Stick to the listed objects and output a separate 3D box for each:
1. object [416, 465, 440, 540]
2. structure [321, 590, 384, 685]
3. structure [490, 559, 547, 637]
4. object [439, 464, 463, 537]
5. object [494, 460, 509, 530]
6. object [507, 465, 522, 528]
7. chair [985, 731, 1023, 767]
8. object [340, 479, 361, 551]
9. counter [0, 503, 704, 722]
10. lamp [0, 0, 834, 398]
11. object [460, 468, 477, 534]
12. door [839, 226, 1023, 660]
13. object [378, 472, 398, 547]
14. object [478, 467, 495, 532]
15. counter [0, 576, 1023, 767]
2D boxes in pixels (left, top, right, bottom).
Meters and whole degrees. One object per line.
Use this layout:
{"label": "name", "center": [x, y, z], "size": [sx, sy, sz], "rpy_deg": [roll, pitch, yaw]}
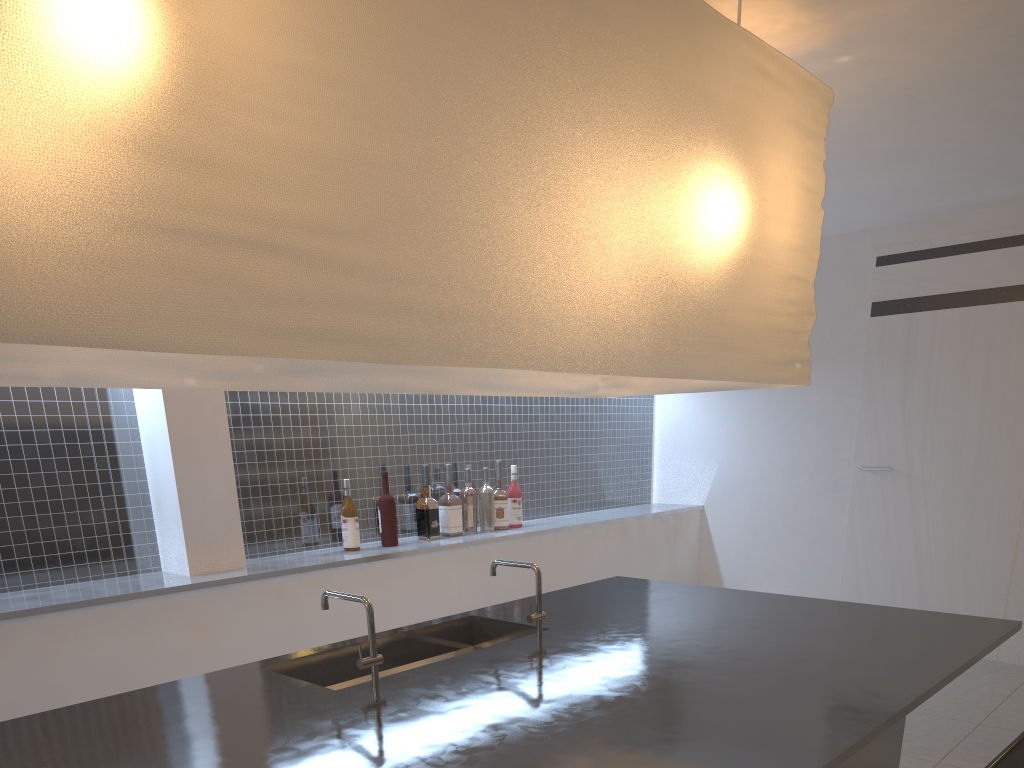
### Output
{"label": "object", "center": [-0.226, 0.316, 2.192], "size": [0.044, 0.218, 0.044], "rpy_deg": [13, 21, 40]}
{"label": "structure", "center": [-0.226, 0.344, 1.119], "size": [0.109, 0.132, 0.033], "rpy_deg": [6, 16, 40]}
{"label": "structure", "center": [0.003, 0.352, 1.355], "size": [0.109, 0.132, 0.033], "rpy_deg": [6, 16, 40]}
{"label": "object", "center": [-0.170, 0.320, 2.255], "size": [0.044, 0.217, 0.045], "rpy_deg": [14, 22, 42]}
{"label": "object", "center": [-0.036, 0.323, 2.382], "size": [0.046, 0.217, 0.043], "rpy_deg": [-3, 16, -6]}
{"label": "object", "center": [0.007, 0.332, 2.427], "size": [0.042, 0.199, 0.041], "rpy_deg": [-12, 19, -34]}
{"label": "chair", "center": [0.336, 0.551, 0.848], "size": [0.231, 0.469, 0.182], "rpy_deg": [11, 18, 42]}
{"label": "object", "center": [-0.399, 0.322, 2.017], "size": [0.042, 0.194, 0.038], "rpy_deg": [2, 16, 12]}
{"label": "counter", "center": [-0.606, 0.636, 1.875], "size": [0.223, 0.469, 3.528], "rpy_deg": [12, 7, 44]}
{"label": "lamp", "center": [-0.442, -0.236, 0.655], "size": [0.435, 0.455, 2.237], "rpy_deg": [6, 3, 44]}
{"label": "object", "center": [-0.121, 0.329, 2.307], "size": [0.046, 0.200, 0.041], "rpy_deg": [-2, 16, -1]}
{"label": "door", "center": [-0.943, 0.189, 0.966], "size": [5.416, 1.287, 0.450], "rpy_deg": [0, 11, -34]}
{"label": "object", "center": [-0.316, 0.317, 2.079], "size": [0.043, 0.207, 0.043], "rpy_deg": [9, 19, 32]}
{"label": "object", "center": [-0.072, 0.330, 2.336], "size": [0.044, 0.200, 0.043], "rpy_deg": [13, 21, 40]}
{"label": "counter", "center": [-0.304, 0.586, 0.805], "size": [0.798, 0.398, 2.444], "rpy_deg": [-1, -1, 44]}
